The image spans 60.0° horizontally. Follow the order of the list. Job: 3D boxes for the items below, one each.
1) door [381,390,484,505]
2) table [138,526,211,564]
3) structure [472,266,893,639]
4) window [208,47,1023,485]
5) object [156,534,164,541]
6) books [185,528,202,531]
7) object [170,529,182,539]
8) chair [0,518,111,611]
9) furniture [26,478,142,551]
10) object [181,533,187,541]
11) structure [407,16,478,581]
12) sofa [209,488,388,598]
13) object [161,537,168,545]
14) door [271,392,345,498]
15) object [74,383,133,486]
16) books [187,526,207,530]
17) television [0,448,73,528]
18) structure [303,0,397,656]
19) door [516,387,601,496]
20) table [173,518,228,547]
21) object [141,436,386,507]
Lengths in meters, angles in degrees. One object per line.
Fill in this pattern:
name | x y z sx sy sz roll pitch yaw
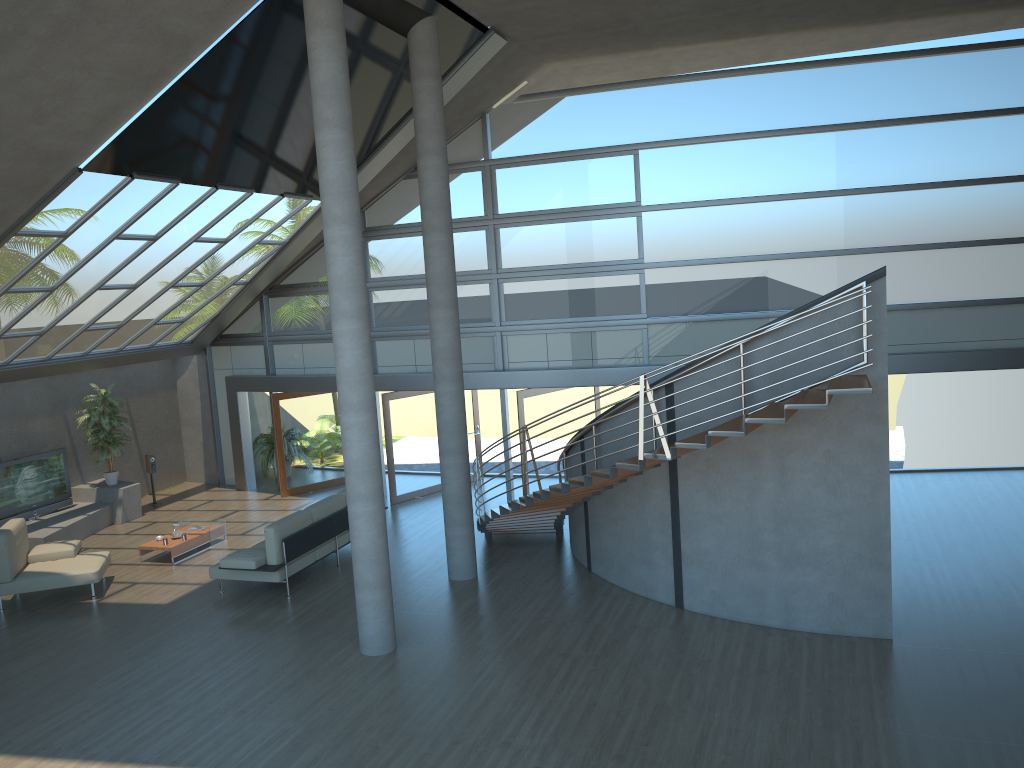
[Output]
door | -1.408 1.003 16.270 0.200 1.977 2.298 2 9 43
table | -4.998 2.421 13.493 0.600 0.250 1.200 -1 7 20
structure | 1.192 0.672 10.213 2.349 3.653 6.809 -8 7 -32
window | 1.528 -1.379 14.897 16.616 6.630 1.098 -2 7 18
object | -5.269 2.296 13.257 0.102 0.086 0.100 -1 7 24
books | -4.934 2.254 13.796 0.275 0.005 0.189 -4 6 0
object | -5.038 2.237 13.314 0.178 0.161 0.178 -7 7 -29
chair | -6.101 2.296 11.847 1.244 1.023 1.217 -5 7 -15
furniture | -7.396 2.233 15.032 1.577 0.610 2.936 -2 7 20
object | -4.866 2.270 13.188 0.085 0.101 0.070 -10 9 -42
structure | -0.869 -1.050 11.097 0.381 7.125 0.382 -7 7 -26
sofa | -2.943 2.074 12.426 1.166 0.947 3.079 -2 7 19
object | -5.090 2.305 13.006 0.085 0.101 0.070 -2 7 18
door | -3.555 1.023 17.351 2.298 1.977 0.200 -9 8 -41
object | -7.253 0.887 15.835 0.932 1.857 0.895 -6 7 -22
books | -4.901 2.243 13.837 0.275 0.005 0.189 -3 6 3
television | -7.975 1.726 14.675 0.396 1.063 1.568 -1 7 20
structure | -1.636 -0.757 8.921 0.381 7.125 0.382 -1 7 20
door | 0.885 0.950 15.394 0.200 1.977 2.298 2 8 40
table | -4.869 2.317 13.861 0.680 0.342 0.400 -1 7 20
object | -9.145 2.177 15.033 7.863 0.982 21.345 -1 7 23
